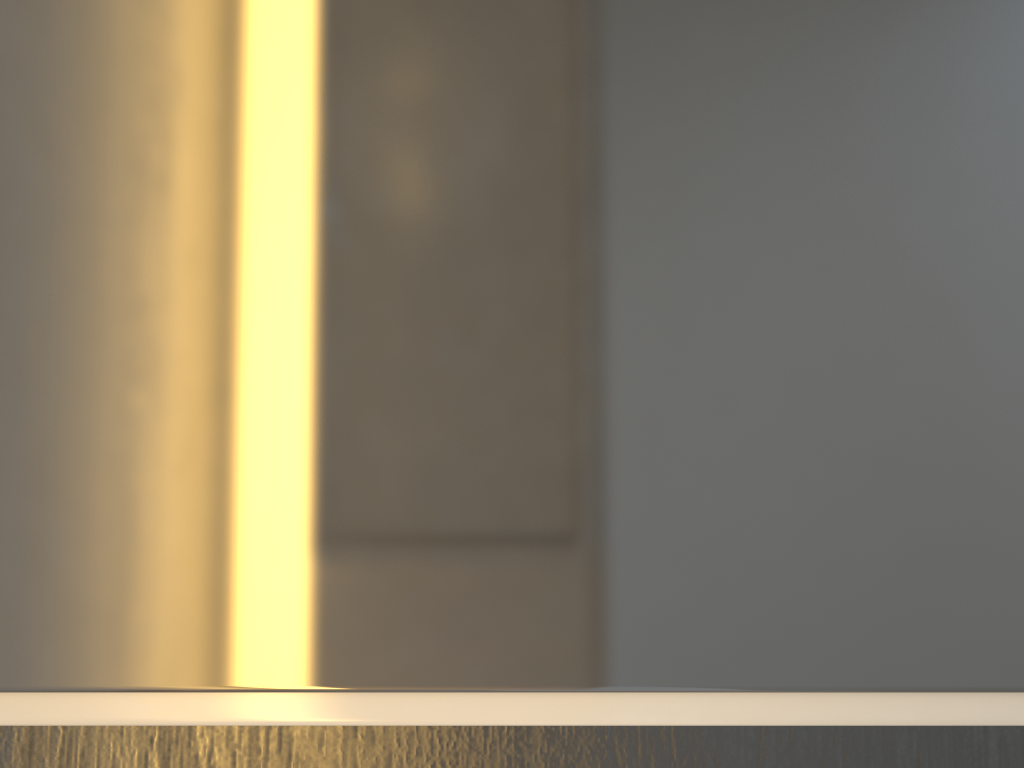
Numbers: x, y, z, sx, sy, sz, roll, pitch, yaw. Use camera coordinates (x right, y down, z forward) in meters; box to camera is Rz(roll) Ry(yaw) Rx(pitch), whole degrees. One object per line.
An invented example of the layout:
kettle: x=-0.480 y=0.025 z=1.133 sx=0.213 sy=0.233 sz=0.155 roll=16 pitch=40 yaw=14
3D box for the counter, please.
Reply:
counter: x=-0.010 y=-0.230 z=0.284 sx=0.600 sy=0.040 sz=2.008 roll=0 pitch=86 yaw=0

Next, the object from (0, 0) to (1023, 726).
object: x=-0.013 y=-0.234 z=0.266 sx=0.562 sy=0.013 sz=0.656 roll=0 pitch=86 yaw=0
